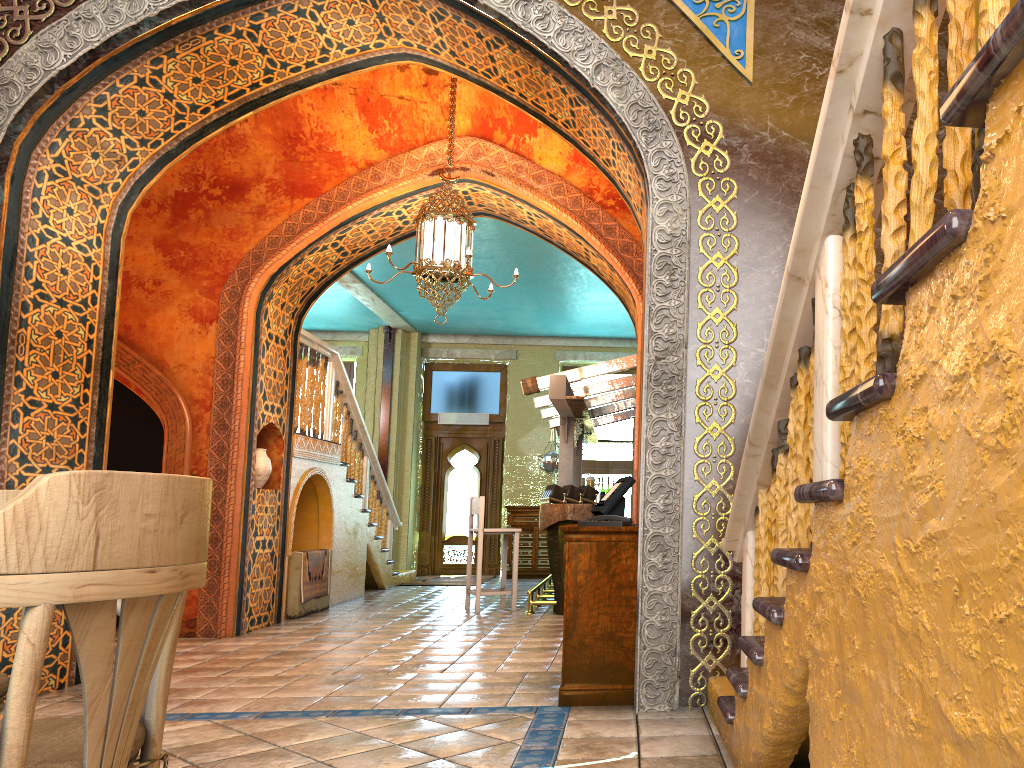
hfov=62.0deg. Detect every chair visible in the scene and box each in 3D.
[{"bbox_3d":[-0.219,2.001,10.092,0.545,1.330,0.459,4,-6,-24],"label":"chair"},{"bbox_3d":[-0.976,0.750,1.510,0.722,1.174,0.759,2,-6,-5],"label":"chair"},{"bbox_3d":[-1.682,0.853,2.186,0.794,1.174,0.691,1,-6,-1],"label":"chair"}]

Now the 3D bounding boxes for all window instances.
[{"bbox_3d":[-3.747,1.261,15.450,1.564,3.405,0.087,2,-5,-6],"label":"window"},{"bbox_3d":[1.656,1.365,16.013,1.564,3.405,0.087,2,-5,-6],"label":"window"}]

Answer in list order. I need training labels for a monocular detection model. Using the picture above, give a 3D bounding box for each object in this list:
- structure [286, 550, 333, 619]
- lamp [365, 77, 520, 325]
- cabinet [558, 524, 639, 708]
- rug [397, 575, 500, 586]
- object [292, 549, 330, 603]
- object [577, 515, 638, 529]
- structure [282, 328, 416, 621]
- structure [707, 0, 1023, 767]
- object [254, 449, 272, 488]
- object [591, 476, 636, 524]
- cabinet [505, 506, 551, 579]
[{"bbox_3d":[-2.261,2.228,9.570,0.108,0.685,1.018,1,-7,8],"label":"structure"},{"bbox_3d":[-0.558,-1.675,7.305,1.306,2.355,1.119,1,-6,0],"label":"lamp"},{"bbox_3d":[0.595,1.469,5.659,0.493,1.048,1.502,1,-7,6],"label":"cabinet"},{"bbox_3d":[-1.031,3.339,14.532,1.318,0.039,2.408,-1,-9,4],"label":"rug"},{"bbox_3d":[-2.252,2.139,9.562,0.151,0.553,0.888,1,-8,7],"label":"object"},{"bbox_3d":[0.576,0.837,5.162,0.381,0.086,0.344,-2,-9,15],"label":"object"},{"bbox_3d":[-2.842,1.375,11.682,1.798,3.128,5.906,0,-8,6],"label":"structure"},{"bbox_3d":[1.744,-0.030,2.539,1.838,3.127,6.497,0,-8,7],"label":"structure"},{"bbox_3d":[-2.495,0.829,8.346,0.237,0.382,0.268,-1,-6,18],"label":"object"},{"bbox_3d":[0.654,0.773,5.627,0.263,0.316,0.442,2,-8,-6],"label":"object"},{"bbox_3d":[0.445,2.855,15.328,1.135,1.298,0.609,1,-6,-3],"label":"cabinet"}]
